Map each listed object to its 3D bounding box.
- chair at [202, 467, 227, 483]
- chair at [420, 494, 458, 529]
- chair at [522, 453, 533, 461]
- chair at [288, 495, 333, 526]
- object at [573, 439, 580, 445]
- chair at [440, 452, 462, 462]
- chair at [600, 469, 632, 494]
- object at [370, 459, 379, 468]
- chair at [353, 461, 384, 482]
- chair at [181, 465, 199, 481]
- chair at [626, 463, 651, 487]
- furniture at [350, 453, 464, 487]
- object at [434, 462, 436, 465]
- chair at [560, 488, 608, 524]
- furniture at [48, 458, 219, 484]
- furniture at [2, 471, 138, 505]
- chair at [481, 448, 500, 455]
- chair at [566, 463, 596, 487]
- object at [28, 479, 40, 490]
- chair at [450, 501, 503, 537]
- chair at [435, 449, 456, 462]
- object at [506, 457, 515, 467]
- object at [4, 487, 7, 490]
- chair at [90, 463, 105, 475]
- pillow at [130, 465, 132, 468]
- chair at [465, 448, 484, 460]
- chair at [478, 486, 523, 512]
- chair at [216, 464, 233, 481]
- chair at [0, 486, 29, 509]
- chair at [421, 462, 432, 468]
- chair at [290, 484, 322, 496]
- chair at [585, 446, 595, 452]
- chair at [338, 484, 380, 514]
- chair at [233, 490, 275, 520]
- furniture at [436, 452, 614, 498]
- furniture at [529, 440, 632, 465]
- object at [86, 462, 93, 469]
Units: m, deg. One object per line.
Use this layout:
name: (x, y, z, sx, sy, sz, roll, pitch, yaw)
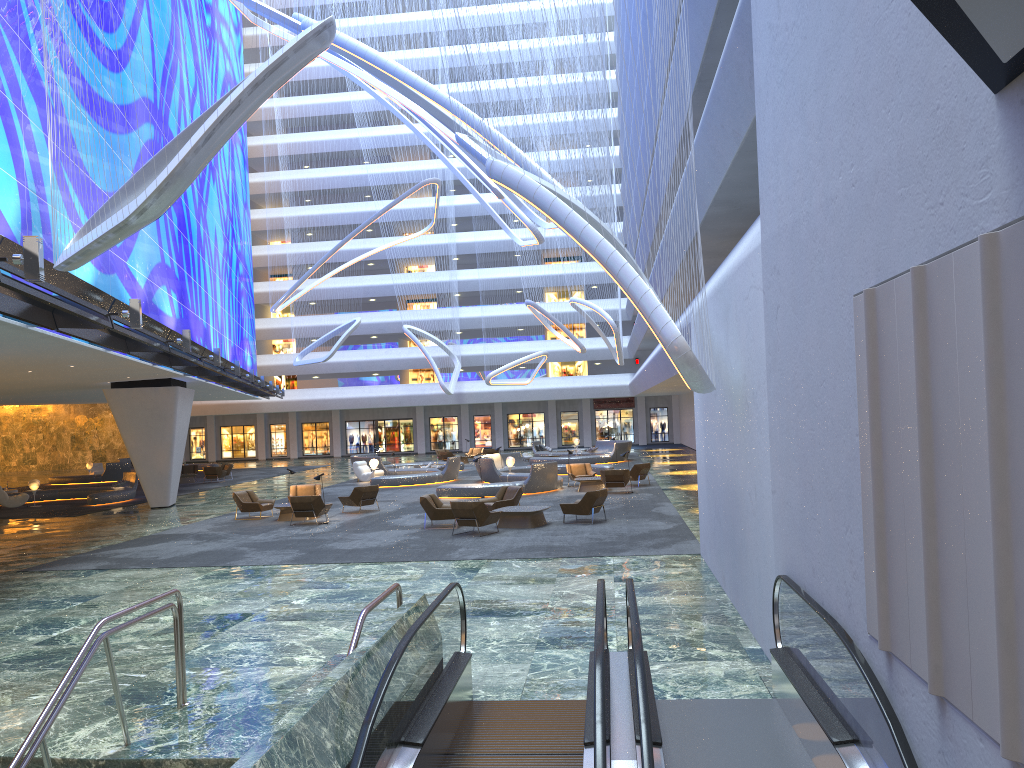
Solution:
chair: (-13.870, 4.218, 41.294, 0.929, 0.766, 0.939, -3, -1, 4)
chair: (-1.640, 2.994, 20.883, 0.939, 0.766, 0.929, -3, -1, 8)
chair: (0.839, 3.924, 47.357, 0.587, 0.501, 0.490, -3, -1, 40)
chair: (-5.194, 3.209, 22.711, 0.929, 0.766, 0.939, -3, -1, 12)
object: (3.829, 3.420, 52.436, 0.366, 0.387, 0.318, -2, -1, -12)
chair: (-3.272, 3.962, 47.153, 0.938, 0.766, 0.930, -1, -2, -43)
chair: (3.219, 3.009, 27.462, 0.929, 0.766, 0.939, -3, -1, 12)
object: (-5.681, 3.278, 36.534, 0.366, 0.387, 0.318, -2, -1, -12)
chair: (-6.044, 3.689, 37.363, 1.158, 0.882, 0.728, -3, -1, 25)
chair: (-15.862, 4.379, 43.468, 0.929, 0.766, 0.939, -2, -1, -20)
chair: (4.130, 3.051, 29.829, 0.939, 0.766, 0.929, -3, -2, 39)
furniture: (-4.757, 3.603, 38.690, 5.185, 0.969, 9.932, -2, -2, -2)
object: (-3.580, 3.685, 41.065, 0.071, 0.118, 0.151, -3, -1, 16)
chair: (1.701, 2.842, 20.660, 0.939, 0.766, 0.929, -3, -1, 31)
furniture: (-21.049, 4.670, 49.382, 5.188, 0.969, 9.926, -3, -2, 23)
furniture: (-18.764, 4.033, 33.627, 9.932, 0.969, 5.185, -3, -2, 23)
chair: (-1.165, 3.919, 48.563, 0.929, 0.766, 0.939, -2, -1, -16)
chair: (2.373, 3.156, 30.705, 0.929, 0.766, 0.939, -2, -1, -10)
object: (-17.198, 3.616, 31.906, 0.318, 0.387, 0.367, -3, -1, 13)
chair: (-0.813, 2.906, 19.378, 0.930, 0.766, 0.938, -3, -1, 33)
chair: (-3.776, 4.079, 49.932, 0.929, 0.766, 0.939, -1, -2, -40)
object: (-0.056, 2.930, 33.446, 0.367, 0.387, 0.318, -3, -1, 13)
object: (-20.405, 4.227, 35.713, 0.151, 0.118, 0.071, -4, -1, 41)
chair: (-22.758, 4.797, 48.713, 0.728, 0.882, 1.158, -2, -1, -40)
pillow: (-22.313, 4.701, 51.419, 0.281, 0.417, 0.759, -2, -2, -1)
chair: (-2.098, 4.019, 50.292, 0.930, 0.766, 0.938, -3, -1, 25)
chair: (-0.254, 2.981, 22.274, 0.938, 0.766, 0.930, -2, -1, -32)
chair: (-14.161, 4.297, 43.237, 0.930, 0.766, 0.938, -4, -2, 45)
chair: (-18.093, 4.022, 31.913, 1.156, 0.882, 0.729, -1, -1, -40)
chair: (-4.491, 3.945, 41.263, 1.783, 0.501, 0.586, -1, -2, -30)
chair: (-6.040, 3.356, 25.953, 0.929, 0.766, 0.939, -2, -1, -10)
chair: (4.560, 3.661, 48.229, 0.939, 0.766, 0.929, -3, -2, 39)
chair: (-4.283, 3.251, 25.078, 0.939, 0.766, 0.929, -3, -2, 39)
chair: (-7.205, 3.364, 24.691, 0.939, 0.766, 0.929, -3, -1, 15)
furniture: (0.197, 3.177, 32.446, 5.188, 0.969, 9.926, -3, -2, 23)
furniture: (3.593, 3.534, 47.203, 5.185, 0.969, 9.931, -3, -2, 3)
object: (-22.781, 4.400, 47.802, 0.367, 0.387, 0.318, -3, -1, 13)
